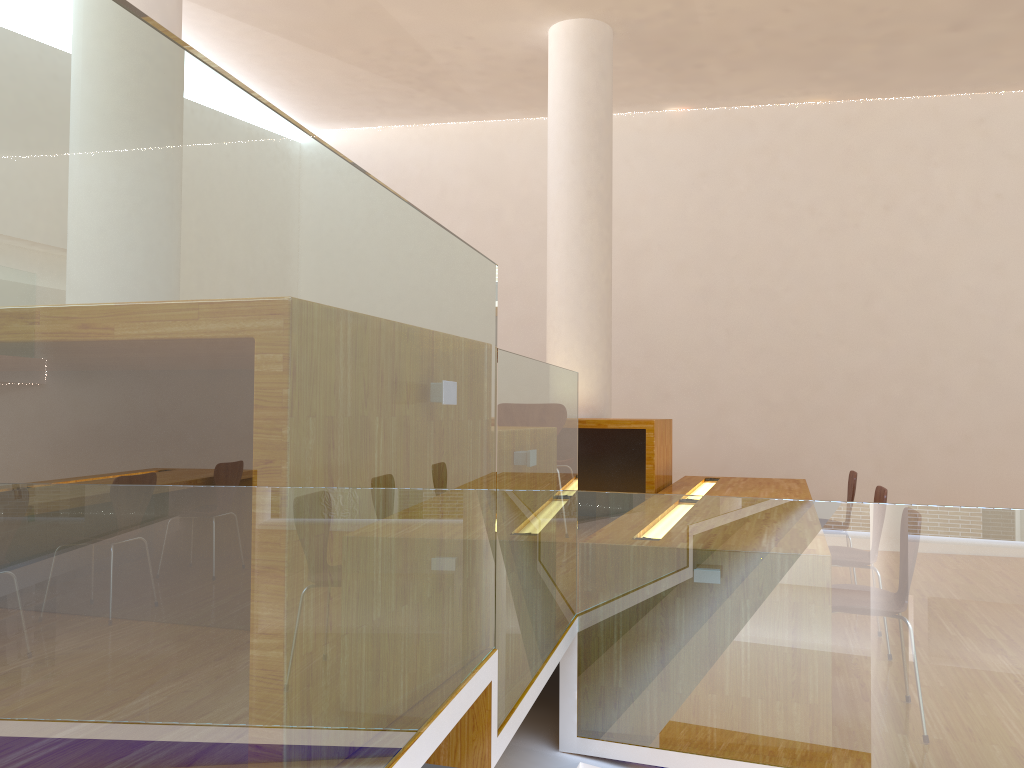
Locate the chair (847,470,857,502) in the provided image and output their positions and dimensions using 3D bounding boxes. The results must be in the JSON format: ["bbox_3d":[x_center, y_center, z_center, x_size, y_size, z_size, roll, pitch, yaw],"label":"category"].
[{"bbox_3d":[1.754,0.841,5.028,0.381,0.693,0.428,0,-2,17],"label":"chair"}]

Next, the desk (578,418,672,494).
[{"bbox_3d":[-0.659,0.507,5.491,3.185,0.606,0.760,0,-2,17],"label":"desk"}]

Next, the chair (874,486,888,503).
[{"bbox_3d":[1.463,0.805,3.947,0.381,0.693,0.428,0,-2,17],"label":"chair"}]

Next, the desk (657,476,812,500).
[{"bbox_3d":[1.043,0.859,4.241,0.760,0.606,3.185,0,-2,17],"label":"desk"}]
